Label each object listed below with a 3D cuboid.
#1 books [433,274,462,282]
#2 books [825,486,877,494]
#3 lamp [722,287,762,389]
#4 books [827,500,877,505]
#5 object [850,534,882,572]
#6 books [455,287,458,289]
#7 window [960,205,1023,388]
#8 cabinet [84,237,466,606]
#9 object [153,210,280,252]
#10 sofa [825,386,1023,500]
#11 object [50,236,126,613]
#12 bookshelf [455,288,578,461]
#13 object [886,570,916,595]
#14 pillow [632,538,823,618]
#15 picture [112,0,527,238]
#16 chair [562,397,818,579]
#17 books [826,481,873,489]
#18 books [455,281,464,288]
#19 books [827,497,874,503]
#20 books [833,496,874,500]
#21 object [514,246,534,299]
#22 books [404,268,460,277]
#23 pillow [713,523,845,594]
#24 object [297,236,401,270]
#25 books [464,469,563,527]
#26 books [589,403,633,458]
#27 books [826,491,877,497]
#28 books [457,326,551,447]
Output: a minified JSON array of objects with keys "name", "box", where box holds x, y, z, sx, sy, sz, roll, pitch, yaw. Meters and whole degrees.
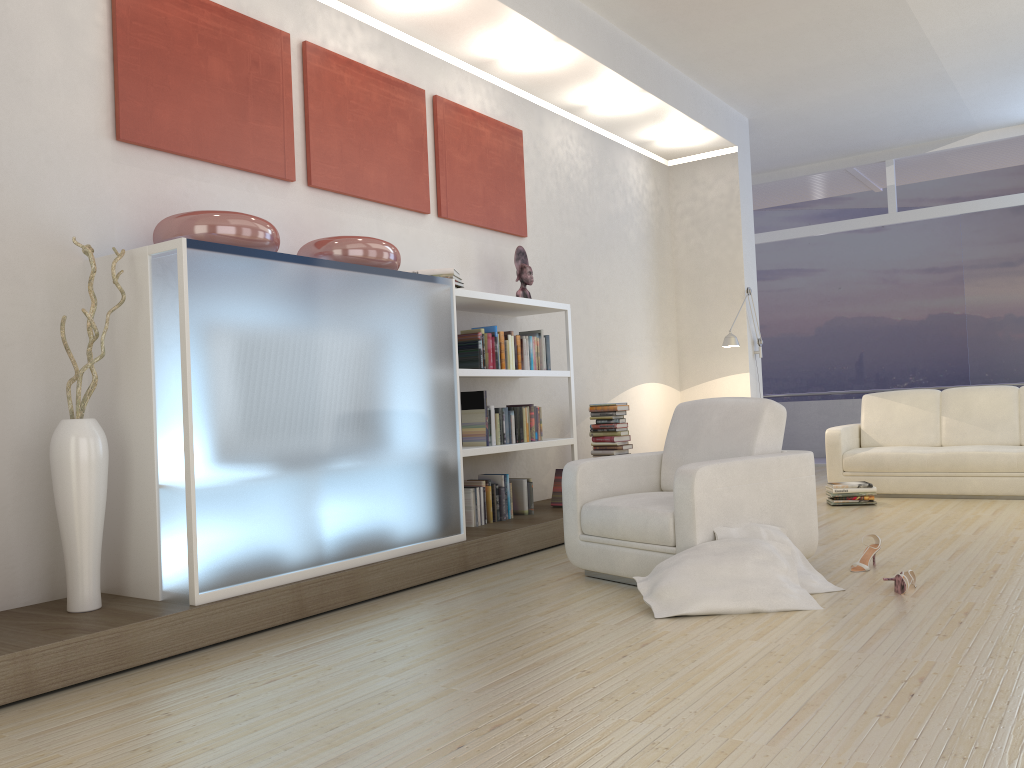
[{"name":"books","box":[-0.484,-0.616,5.298,0.328,0.027,0.247,-3,-2,10]},{"name":"books","box":[2.601,0.807,6.820,0.319,0.038,0.247,-3,-2,6]},{"name":"lamp","box":[2.108,0.018,8.129,0.204,1.841,0.891,-4,-2,30]},{"name":"books","box":[2.606,0.907,6.817,0.328,0.018,0.247,-3,-2,10]},{"name":"object","box":[1.718,0.819,4.313,0.265,0.149,0.089,-1,-2,-43]},{"name":"books","box":[-0.481,-0.549,5.296,0.328,0.018,0.247,-3,-2,10]},{"name":"window","box":[6.172,-0.577,8.780,2.988,2.706,0.012,-4,-2,35]},{"name":"cabinet","box":[-1.031,0.155,4.234,0.689,1.396,1.670,-4,-2,35]},{"name":"object","box":[-1.301,-0.642,3.923,0.534,0.206,0.546,-3,-2,22]},{"name":"sofa","box":[3.753,0.450,7.146,2.166,0.862,0.941,-4,-2,35]},{"name":"object","box":[-1.613,0.145,3.400,0.250,1.422,0.277,-4,-2,38]},{"name":"bookshelf","box":[-0.205,0.156,5.628,0.465,1.396,1.599,-4,-2,35]},{"name":"object","box":[1.655,0.844,3.807,0.121,0.091,0.287,-4,-2,33]},{"name":"pillow","box":[0.872,0.800,3.645,0.712,0.287,0.299,-3,-2,-3]},{"name":"picture","box":[-0.831,-1.474,5.232,0.030,0.794,3.227,-4,-2,35]},{"name":"chair","box":[0.883,0.487,4.414,0.941,0.828,0.919,-1,-2,-35]},{"name":"books","box":[2.594,0.776,6.822,0.287,0.025,0.247,-3,-2,8]},{"name":"books","box":[-0.464,-0.589,5.291,0.287,0.025,0.247,-3,-2,19]},{"name":"books","box":[2.599,0.889,6.819,0.287,0.018,0.247,-3,-2,8]},{"name":"books","box":[2.622,0.866,6.812,0.287,0.025,0.247,-3,-2,19]},{"name":"object","box":[0.076,-0.748,6.092,0.133,0.409,0.138,-2,-2,-9]},{"name":"books","box":[-0.485,-0.649,5.299,0.319,0.038,0.247,-3,-2,6]},{"name":"pillow","box":[1.095,0.761,3.832,0.615,0.315,0.312,-2,-2,-28]},{"name":"object","box":[-0.842,-0.645,4.583,0.534,0.206,0.546,-2,-2,-19]},{"name":"books","box":[0.027,0.708,5.726,0.274,0.281,1.125,-4,-2,42]},{"name":"books","box":[0.776,0.496,6.822,0.329,0.694,0.270,-4,-2,35]},{"name":"books","box":[2.603,0.840,6.819,0.328,0.027,0.247,-3,-2,10]},{"name":"books","box":[-0.036,0.010,5.732,0.215,0.743,0.831,-4,-2,35]}]
